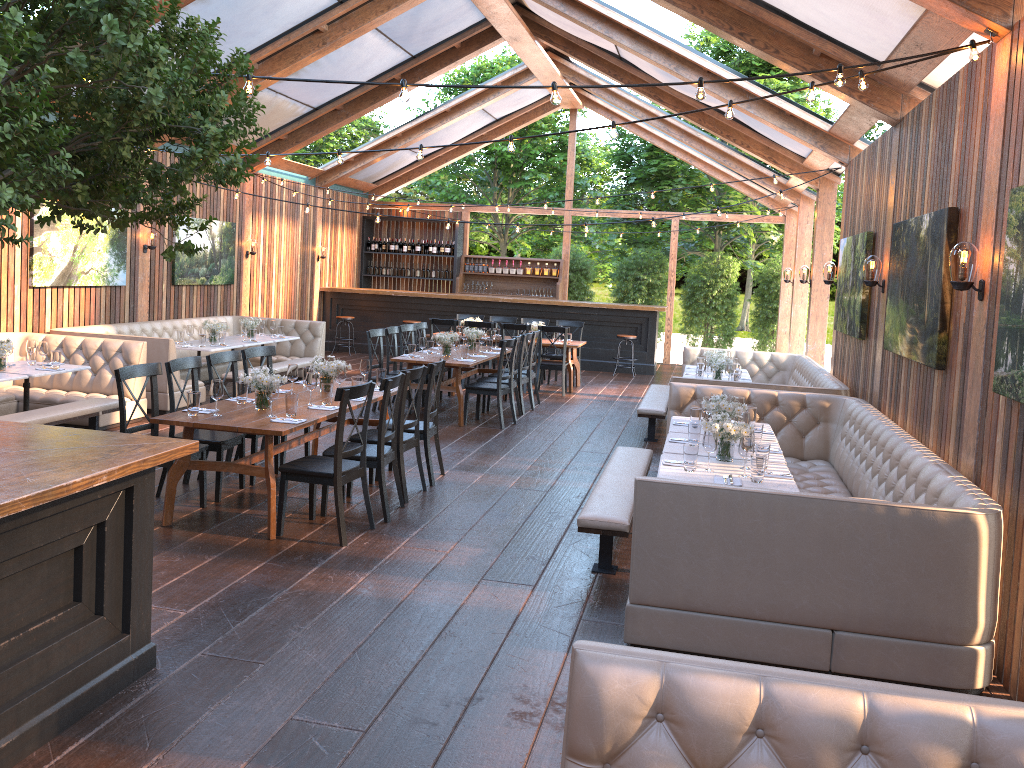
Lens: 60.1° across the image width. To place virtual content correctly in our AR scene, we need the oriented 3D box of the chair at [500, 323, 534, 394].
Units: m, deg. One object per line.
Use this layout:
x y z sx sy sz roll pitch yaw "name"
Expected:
0.065 -0.412 13.395 0.478 1.016 0.542 4 5 12 "chair"

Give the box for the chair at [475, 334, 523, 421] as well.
-0.147 -0.102 10.916 0.540 1.016 0.479 4 4 9 "chair"

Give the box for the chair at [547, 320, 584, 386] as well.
0.884 -0.514 14.505 0.478 1.016 0.541 4 5 17 "chair"

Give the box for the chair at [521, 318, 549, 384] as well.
0.339 -0.557 14.625 0.477 1.016 0.542 4 4 7 "chair"

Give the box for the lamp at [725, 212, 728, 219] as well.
3.729 -2.931 15.349 0.056 0.120 0.056 2 4 -10 "lamp"

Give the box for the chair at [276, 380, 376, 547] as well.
-1.229 0.489 5.928 0.540 1.016 0.479 4 4 17 "chair"

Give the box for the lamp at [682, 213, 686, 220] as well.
2.971 -2.898 15.274 0.056 0.121 0.056 3 4 5 "lamp"

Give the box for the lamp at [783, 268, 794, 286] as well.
4.863 -1.887 15.569 0.178 0.319 0.147 4 4 12 "lamp"

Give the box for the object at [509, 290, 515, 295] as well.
-0.003 -1.980 19.150 0.124 0.096 0.124 6 6 23 "object"

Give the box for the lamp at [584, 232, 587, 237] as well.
1.464 -2.971 17.532 0.056 0.120 0.056 2 5 -19 "lamp"

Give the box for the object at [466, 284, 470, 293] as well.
-0.952 -2.076 19.167 0.070 0.185 0.070 4 4 17 "object"

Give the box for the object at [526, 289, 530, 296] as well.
0.352 -1.982 19.175 0.097 0.134 0.098 3 5 -1 "object"

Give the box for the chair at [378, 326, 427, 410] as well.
-1.360 -0.198 11.168 0.540 1.016 0.479 4 4 7 "chair"

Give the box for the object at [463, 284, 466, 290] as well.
-1.034 -2.084 19.192 0.070 0.185 0.070 4 4 17 "object"

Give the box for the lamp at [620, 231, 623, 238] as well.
2.119 -2.898 17.152 0.056 0.120 0.056 1 5 -26 "lamp"

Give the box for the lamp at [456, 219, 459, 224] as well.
-1.175 -3.491 18.988 0.056 0.118 0.062 4 5 18 "lamp"

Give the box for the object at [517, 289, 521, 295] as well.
0.147 -1.983 19.104 0.097 0.134 0.098 3 5 -1 "object"

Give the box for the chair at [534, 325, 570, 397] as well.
0.611 -0.368 13.276 0.477 1.016 0.542 4 4 7 "chair"

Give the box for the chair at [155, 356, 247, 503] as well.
-2.342 0.325 6.744 0.540 1.016 0.479 4 4 7 "chair"

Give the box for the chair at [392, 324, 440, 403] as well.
-1.239 -0.262 11.713 0.540 1.016 0.479 4 4 17 "chair"

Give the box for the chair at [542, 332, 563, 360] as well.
0.732 -0.623 16.390 0.469 0.732 0.468 6 6 36 "chair"

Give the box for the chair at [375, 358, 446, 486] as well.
-0.854 0.296 7.563 0.540 1.016 0.479 4 4 7 "chair"

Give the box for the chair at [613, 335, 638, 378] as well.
2.066 -0.516 16.099 0.468 0.732 0.470 3 5 0 "chair"

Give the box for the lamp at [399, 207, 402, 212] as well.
-2.479 -3.878 19.693 0.056 0.117 0.067 3 5 -2 "lamp"

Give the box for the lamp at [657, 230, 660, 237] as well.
2.786 -2.853 16.787 0.056 0.120 0.056 1 5 -22 "lamp"

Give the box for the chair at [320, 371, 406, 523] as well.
-1.072 0.427 6.466 0.540 1.016 0.479 4 4 7 "chair"

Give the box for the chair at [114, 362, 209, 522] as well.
-2.463 0.390 6.197 0.540 1.016 0.479 4 4 12 "chair"

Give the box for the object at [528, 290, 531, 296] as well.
0.377 -1.966 19.065 0.097 0.134 0.098 3 5 -1 "object"

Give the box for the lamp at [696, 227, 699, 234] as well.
3.441 -2.843 16.384 0.065 0.118 0.056 4 4 15 "lamp"

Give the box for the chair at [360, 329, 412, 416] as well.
-1.481 -0.133 10.621 0.540 1.016 0.479 4 4 12 "chair"

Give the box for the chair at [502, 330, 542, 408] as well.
0.112 -0.228 11.991 0.540 1.016 0.479 4 4 12 "chair"

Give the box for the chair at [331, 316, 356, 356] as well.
-3.269 -0.945 17.265 0.468 0.732 0.469 5 5 19 "chair"

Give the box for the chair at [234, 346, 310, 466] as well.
-2.099 0.196 7.836 0.540 1.016 0.479 4 4 17 "chair"

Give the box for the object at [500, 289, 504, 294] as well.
-0.209 -2.012 19.322 0.124 0.096 0.124 6 6 23 "object"

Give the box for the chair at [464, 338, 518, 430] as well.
-0.242 -0.034 10.356 0.540 1.016 0.479 5 5 20 "chair"

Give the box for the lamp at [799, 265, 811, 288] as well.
4.266 -1.569 12.877 0.178 0.319 0.147 4 4 12 "lamp"

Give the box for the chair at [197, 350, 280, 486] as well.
-2.221 0.260 7.290 0.540 1.016 0.479 4 4 12 "chair"

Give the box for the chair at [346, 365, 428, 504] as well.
-0.975 0.361 7.018 0.540 1.016 0.479 4 4 15 "chair"

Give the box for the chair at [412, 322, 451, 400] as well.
-1.117 -0.327 12.260 0.540 1.016 0.479 4 4 12 "chair"

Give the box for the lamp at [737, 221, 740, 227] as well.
4.100 -2.893 16.012 0.056 0.119 0.056 5 5 21 "lamp"

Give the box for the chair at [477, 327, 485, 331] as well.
-0.602 -0.731 16.682 0.467 0.732 0.470 2 5 -12 "chair"

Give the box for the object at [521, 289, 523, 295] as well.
0.241 -1.993 19.214 0.097 0.134 0.098 3 5 -1 "object"

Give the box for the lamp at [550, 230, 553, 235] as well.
0.798 -3.063 17.889 0.059 0.119 0.057 2 4 -15 "lamp"

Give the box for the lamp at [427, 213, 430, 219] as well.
-1.827 -3.676 19.355 0.058 0.119 0.057 0 5 -33 "lamp"

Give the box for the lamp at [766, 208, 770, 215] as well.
4.468 -3.007 15.438 0.056 0.117 0.067 5 5 20 "lamp"

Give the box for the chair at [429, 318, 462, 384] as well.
-1.027 -0.500 13.634 0.478 1.016 0.542 4 5 12 "chair"

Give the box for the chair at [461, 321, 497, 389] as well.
-0.481 -0.456 13.515 0.477 1.016 0.542 4 4 7 "chair"

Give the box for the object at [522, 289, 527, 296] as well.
0.265 -1.973 19.072 0.097 0.134 0.098 3 5 -1 "object"

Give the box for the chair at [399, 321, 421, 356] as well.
-1.935 -0.838 16.973 0.468 0.732 0.470 3 5 -5 "chair"

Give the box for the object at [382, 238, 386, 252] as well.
-2.820 -3.065 19.559 0.078 0.311 0.078 3 4 7 "object"

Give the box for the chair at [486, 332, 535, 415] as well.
-0.003 -0.163 11.444 0.540 1.016 0.479 4 4 18 "chair"

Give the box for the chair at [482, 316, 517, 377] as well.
-0.208 -0.601 14.744 0.478 1.016 0.542 4 5 12 "chair"

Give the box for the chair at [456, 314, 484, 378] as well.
-0.754 -0.645 14.863 0.477 1.016 0.542 4 4 7 "chair"

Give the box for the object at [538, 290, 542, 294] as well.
0.597 -1.947 19.006 0.097 0.134 0.098 3 5 -1 "object"

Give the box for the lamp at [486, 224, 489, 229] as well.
-0.520 -3.326 18.625 0.056 0.119 0.061 4 4 12 "lamp"
